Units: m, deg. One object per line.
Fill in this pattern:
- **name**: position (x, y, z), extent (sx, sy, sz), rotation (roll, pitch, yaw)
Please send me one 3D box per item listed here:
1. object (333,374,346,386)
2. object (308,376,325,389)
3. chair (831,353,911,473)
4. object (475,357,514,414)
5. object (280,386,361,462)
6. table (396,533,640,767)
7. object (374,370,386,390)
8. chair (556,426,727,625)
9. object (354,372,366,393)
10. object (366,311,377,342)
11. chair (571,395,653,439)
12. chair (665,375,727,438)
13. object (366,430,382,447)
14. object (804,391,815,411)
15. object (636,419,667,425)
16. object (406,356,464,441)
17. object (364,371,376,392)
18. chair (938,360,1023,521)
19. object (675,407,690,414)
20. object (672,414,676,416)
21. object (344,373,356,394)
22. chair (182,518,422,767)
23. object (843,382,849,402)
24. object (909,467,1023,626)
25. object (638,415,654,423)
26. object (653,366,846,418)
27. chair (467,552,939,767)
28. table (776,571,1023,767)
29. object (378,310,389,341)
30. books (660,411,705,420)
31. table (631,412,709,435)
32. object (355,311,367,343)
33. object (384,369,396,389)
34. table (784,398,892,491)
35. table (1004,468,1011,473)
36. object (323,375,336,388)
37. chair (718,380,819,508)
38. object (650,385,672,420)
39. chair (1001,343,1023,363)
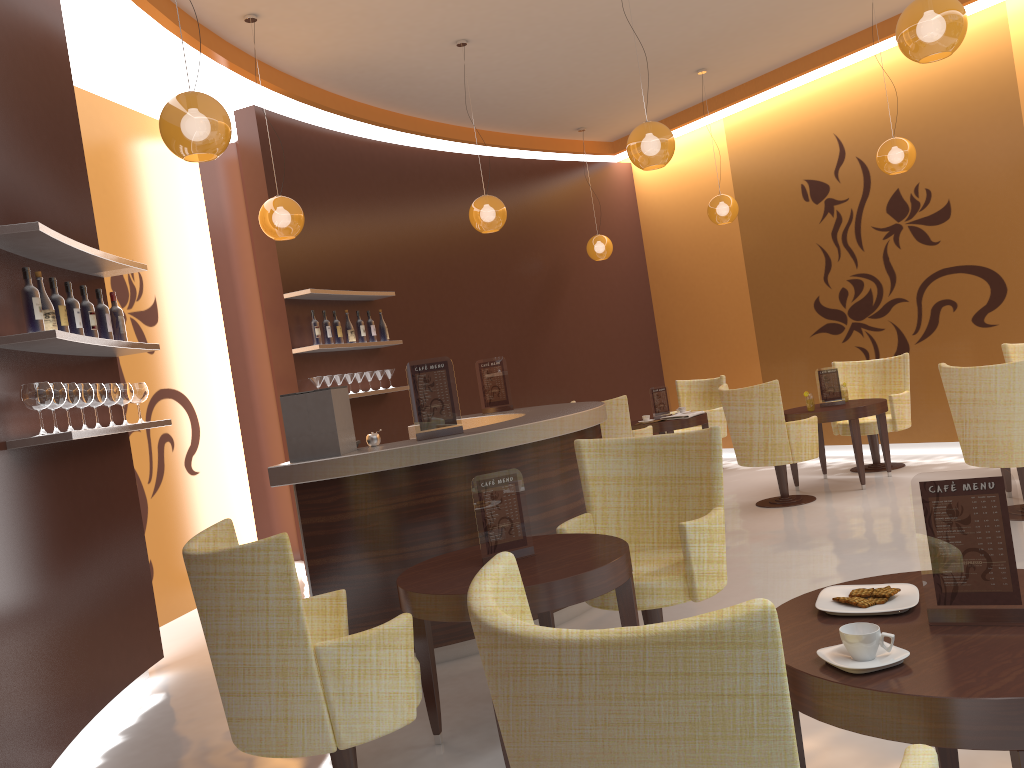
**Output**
- **object**: position (-1.444, 0.011, 7.420), extent (0.137, 0.174, 0.137), rotation (-8, 1, 29)
- **object**: position (-1.557, 0.031, 7.131), extent (0.137, 0.174, 0.137), rotation (-9, 1, 19)
- **chair**: position (3.339, 0.267, 8.226), extent (0.729, 1.017, 0.685), rotation (-8, 1, 42)
- **object**: position (-0.137, 0.009, 6.734), extent (0.258, 0.414, 0.052), rotation (-8, 1, 23)
- **object**: position (-0.974, 0.198, 4.585), extent (0.270, 0.340, 0.373), rotation (-9, 1, 9)
- **table**: position (0.053, 0.995, 3.317), extent (0.872, 0.679, 0.874), rotation (-9, 1, 10)
- **object**: position (-1.186, -0.033, 7.972), extent (0.137, 0.174, 0.137), rotation (-9, 1, -11)
- **chair**: position (0.600, 0.733, 3.884), extent (0.729, 1.017, 0.685), rotation (-8, 1, 32)
- **object**: position (-1.323, -0.009, 7.694), extent (0.137, 0.174, 0.137), rotation (-8, 1, 29)
- **object**: position (-1.264, -0.509, 7.944), extent (0.073, 0.297, 0.073), rotation (-9, 1, 2)
- **chair**: position (1.002, 0.622, 8.611), extent (0.685, 1.017, 0.729), rotation (-9, 1, -39)
- **chair**: position (2.054, 0.448, 9.801), extent (0.685, 1.017, 0.729), rotation (-9, 1, -37)
- **object**: position (-0.738, 0.293, 4.720), extent (0.075, 0.077, 0.075), rotation (-8, 1, 23)
- **object**: position (2.510, 0.144, 7.472), extent (0.067, 0.171, 0.072), rotation (-8, 1, 36)
- **object**: position (1.343, 0.384, 8.917), extent (0.239, 0.021, 0.464), rotation (-9, 1, -22)
- **object**: position (-0.405, 0.072, 4.628), extent (0.258, 0.414, 0.052), rotation (-9, 1, -22)
- **object**: position (-1.257, -0.021, 7.832), extent (0.137, 0.174, 0.137), rotation (-8, 1, 29)
- **chair**: position (3.186, 0.319, 5.587), extent (0.685, 1.017, 0.729), rotation (-9, 1, -39)
- **object**: position (1.799, 0.280, 9.350), extent (0.153, 0.069, 0.153), rotation (-8, 1, 37)
- **object**: position (1.821, 0.306, 9.355), extent (0.239, 0.021, 0.464), rotation (-9, 1, -40)
- **object**: position (-1.381, 0.001, 7.559), extent (0.137, 0.174, 0.137), rotation (-8, 1, 29)
- **chair**: position (-0.643, 0.935, 2.898), extent (0.685, 1.017, 0.729), rotation (-9, 1, -29)
- **object**: position (2.948, 0.072, 7.876), extent (0.067, 0.171, 0.072), rotation (-9, 1, 11)
- **object**: position (0.992, 0.352, 1.920), extent (0.209, 0.335, 0.042), rotation (-8, 1, 29)
- **object**: position (1.352, 0.353, 8.930), extent (0.153, 0.069, 0.153), rotation (-9, 1, -10)
- **object**: position (2.174, 0.103, 8.420), extent (0.187, 0.335, 2.090), rotation (-9, 1, -40)
- **chair**: position (0.341, 0.798, 1.553), extent (0.685, 1.017, 0.729), rotation (-9, 1, -33)
- **table**: position (1.044, 0.857, 1.961), extent (0.872, 0.679, 0.874), rotation (-9, 1, 10)
- **object**: position (-1.183, -0.528, 8.099), extent (0.086, 0.303, 0.086), rotation (-9, 1, -22)
- **books**: position (1.723, 0.319, 8.933), extent (0.345, 0.035, 0.367), rotation (-8, 1, 44)
- **table**: position (1.616, 0.694, 9.141), extent (0.872, 0.679, 0.874), rotation (-9, 1, 0)
- **object**: position (-1.334, -0.497, 7.802), extent (0.073, 0.297, 0.073), rotation (-9, 1, 2)
- **object**: position (-1.116, -0.045, 8.110), extent (0.137, 0.174, 0.137), rotation (-8, 1, 29)
- **table**: position (2.815, 0.525, 7.658), extent (0.872, 0.679, 0.874), rotation (-9, 1, -5)
- **table**: position (3.800, 0.390, 6.118), extent (0.872, 0.679, 0.874), rotation (-9, 1, 0)
- **object**: position (-1.501, 0.021, 7.276), extent (0.137, 0.174, 0.137), rotation (-9, 1, 19)
- **chair**: position (2.114, 0.466, 7.217), extent (0.685, 1.017, 0.729), rotation (-9, 1, -19)
- **object**: position (1.542, 0.192, 9.186), extent (0.209, 0.335, 0.042), rotation (-9, 1, -13)
- **chair**: position (4.241, 0.144, 6.777), extent (0.729, 1.017, 0.685), rotation (-8, 1, 22)
